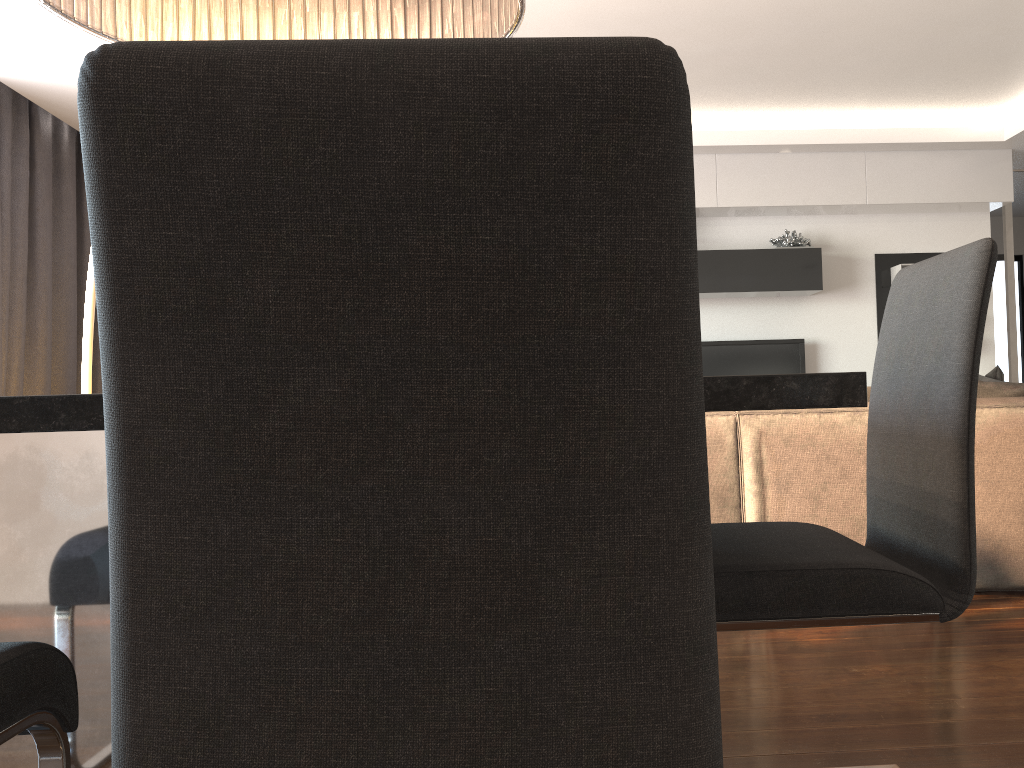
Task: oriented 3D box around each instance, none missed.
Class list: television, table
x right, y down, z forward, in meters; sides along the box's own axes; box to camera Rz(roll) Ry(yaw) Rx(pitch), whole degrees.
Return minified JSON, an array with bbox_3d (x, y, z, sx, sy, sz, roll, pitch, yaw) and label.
[{"bbox_3d":[1.736,0.021,6.872,1.106,0.714,0.143,-2,-1,-3],"label":"television"},{"bbox_3d":[-0.361,0.394,1.463,1.608,0.760,1.037,-2,-1,-1],"label":"table"}]

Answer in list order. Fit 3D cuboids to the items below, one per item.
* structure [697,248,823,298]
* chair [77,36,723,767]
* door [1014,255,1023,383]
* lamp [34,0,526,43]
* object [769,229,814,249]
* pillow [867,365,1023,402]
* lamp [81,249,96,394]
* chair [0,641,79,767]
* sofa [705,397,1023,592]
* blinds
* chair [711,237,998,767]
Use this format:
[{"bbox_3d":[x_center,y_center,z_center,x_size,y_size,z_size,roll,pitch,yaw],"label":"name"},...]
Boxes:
[{"bbox_3d":[1.386,-0.113,6.685,2.897,1.766,0.477,-2,-1,-3],"label":"structure"},{"bbox_3d":[-0.047,0.275,0.798,0.429,0.965,0.571,-2,-1,1],"label":"chair"},{"bbox_3d":[5.111,-0.338,10.010,1.004,2.093,0.976,-2,-1,0],"label":"door"},{"bbox_3d":[-0.394,-1.187,1.479,0.771,1.103,0.837,-2,-1,24],"label":"lamp"},{"bbox_3d":[2.154,-1.106,6.803,0.323,0.177,0.323,-2,-1,0],"label":"object"},{"bbox_3d":[1.975,0.125,3.877,2.216,0.431,0.999,-1,-1,-38],"label":"pillow"},{"bbox_3d":[-2.364,-0.014,5.340,0.603,1.779,4.082,-1,-1,-18],"label":"lamp"},{"bbox_3d":[-0.750,0.295,0.763,0.429,0.965,0.571,-2,-1,1],"label":"chair"},{"bbox_3d":[1.624,0.394,4.381,2.445,0.704,2.780,-2,-1,11],"label":"sofa"},{"bbox_3d":[-2.965,-0.573,2.828,0.758,2.894,7.389,-2,-1,-4],"label":"blinds"},{"bbox_3d":[0.478,0.267,1.481,0.574,0.965,0.426,-2,-1,-1],"label":"chair"}]
